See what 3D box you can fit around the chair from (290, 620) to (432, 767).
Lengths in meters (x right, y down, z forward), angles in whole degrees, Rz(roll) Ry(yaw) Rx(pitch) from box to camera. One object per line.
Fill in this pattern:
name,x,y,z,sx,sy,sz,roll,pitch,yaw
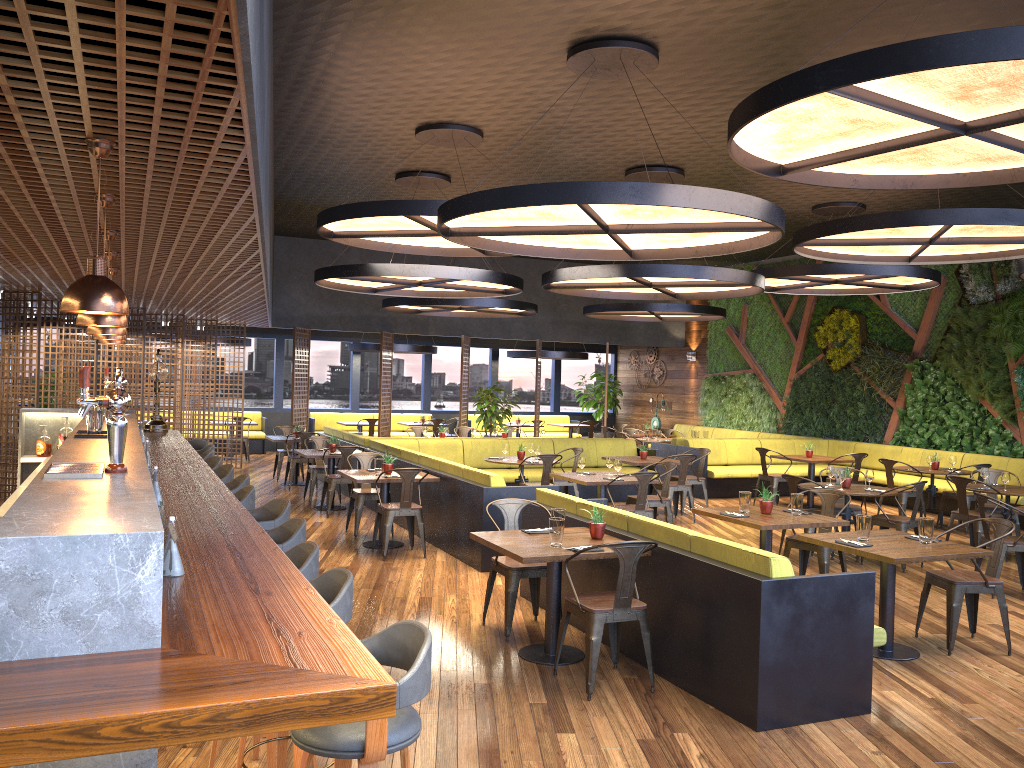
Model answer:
chair,-0.485,1.267,2.683,0.483,1.048,0.438,2,0,38

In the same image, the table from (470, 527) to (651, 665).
table,0.289,1.418,5.875,0.906,0.763,0.887,2,0,-24

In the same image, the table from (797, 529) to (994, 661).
table,2.642,1.487,6.194,0.906,0.763,0.887,2,0,-24

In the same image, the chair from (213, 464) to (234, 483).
chair,-2.513,1.183,7.219,0.483,1.048,0.438,2,0,27

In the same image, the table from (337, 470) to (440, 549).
table,-1.359,1.350,9.567,0.887,0.763,0.906,2,0,-24

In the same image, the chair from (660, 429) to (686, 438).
chair,3.220,1.367,17.719,0.504,0.917,0.541,2,0,-23

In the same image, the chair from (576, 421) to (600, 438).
chair,1.779,1.307,20.955,0.504,0.917,0.541,2,0,-23

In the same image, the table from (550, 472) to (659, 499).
table,1.011,1.419,9.955,0.906,0.763,0.887,2,0,-24

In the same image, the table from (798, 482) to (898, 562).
table,3.598,1.499,9.551,1.007,0.760,1.007,2,0,-36

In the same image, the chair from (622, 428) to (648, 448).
chair,2.424,1.345,17.370,0.504,0.917,0.541,2,0,-23

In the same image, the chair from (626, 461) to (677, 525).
chair,1.610,1.357,10.244,0.541,0.917,0.504,2,0,-23

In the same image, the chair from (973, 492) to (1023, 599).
chair,4.493,1.454,8.070,0.541,0.917,0.504,2,0,6

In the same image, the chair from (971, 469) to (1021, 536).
chair,5.692,1.478,10.442,0.504,0.917,0.541,2,0,16

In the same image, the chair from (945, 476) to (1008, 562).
chair,5.066,1.463,9.720,0.541,0.917,0.504,2,0,-23

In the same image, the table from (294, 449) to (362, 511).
table,-2.442,1.305,12.041,0.887,0.763,0.906,2,0,-24

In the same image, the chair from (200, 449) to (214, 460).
chair,-3.131,1.158,8.566,0.483,1.048,0.438,2,0,38

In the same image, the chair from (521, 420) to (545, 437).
chair,0.470,1.271,20.381,0.504,0.917,0.541,2,0,-23

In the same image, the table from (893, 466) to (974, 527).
table,5.741,1.550,12.127,1.007,0.760,1.007,2,0,34

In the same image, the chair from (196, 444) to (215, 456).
chair,-3.320,1.149,9.163,0.438,1.048,0.483,2,0,5

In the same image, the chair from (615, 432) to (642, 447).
chair,2.168,1.342,16.431,0.541,0.917,0.504,2,0,-23

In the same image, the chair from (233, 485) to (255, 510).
chair,-1.958,1.207,5.913,0.483,1.048,0.438,2,0,38

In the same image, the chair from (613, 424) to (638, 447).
chair,2.470,1.336,19.324,0.504,0.917,0.541,2,0,-23

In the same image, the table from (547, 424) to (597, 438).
table,1.438,1.373,21.569,0.887,0.763,0.906,2,0,-24

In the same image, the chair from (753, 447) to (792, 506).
chair,3.935,1.411,13.325,0.541,0.917,0.504,2,0,-23

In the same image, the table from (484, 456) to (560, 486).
table,0.125,1.383,11.757,1.007,0.760,1.007,2,0,14

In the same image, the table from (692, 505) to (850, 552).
table,2.122,1.466,7.381,0.887,0.763,0.906,2,0,-24

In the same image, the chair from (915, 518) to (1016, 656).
chair,3.285,1.427,6.377,0.541,0.917,0.504,2,0,-5

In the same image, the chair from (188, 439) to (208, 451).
chair,-3.565,1.139,9.698,0.438,1.048,0.483,2,0,-32

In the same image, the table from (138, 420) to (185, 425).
table,-7.078,1.136,17.839,0.887,0.763,0.906,2,0,-24

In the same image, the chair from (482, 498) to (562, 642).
chair,0.071,1.330,6.476,0.504,0.917,0.541,2,0,-23

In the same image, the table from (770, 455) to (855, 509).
table,4.599,1.508,13.596,0.887,0.763,0.906,2,0,-24

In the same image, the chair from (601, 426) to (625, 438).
chair,2.102,1.330,18.348,0.541,0.917,0.504,2,0,-23

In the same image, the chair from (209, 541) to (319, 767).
chair,-1.106,1.242,3.961,0.483,1.048,0.438,2,0,38

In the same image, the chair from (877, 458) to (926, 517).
chair,5.203,1.456,11.885,0.541,0.917,0.504,2,0,-23

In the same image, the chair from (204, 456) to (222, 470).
chair,-2.815,1.171,7.857,0.438,1.048,0.483,2,0,-9

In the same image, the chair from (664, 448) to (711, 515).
chair,2.528,1.372,12.626,0.541,0.917,0.504,2,0,-23

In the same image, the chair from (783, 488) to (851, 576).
chair,2.681,1.401,7.814,0.504,0.917,0.541,2,0,44

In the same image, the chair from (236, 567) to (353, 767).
chair,-0.855,1.252,3.420,0.483,1.048,0.438,2,0,38

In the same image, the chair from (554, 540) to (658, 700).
chair,0.577,1.351,5.318,0.504,0.917,0.541,2,0,-23

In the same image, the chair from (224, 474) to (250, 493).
chair,-2.182,1.197,6.561,0.438,1.048,0.483,2,0,5

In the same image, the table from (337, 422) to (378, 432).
table,-3.324,1.241,19.484,0.887,0.763,0.906,2,0,-24

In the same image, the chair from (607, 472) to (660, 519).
chair,1.259,1.351,9.328,0.504,0.917,0.541,2,0,-23

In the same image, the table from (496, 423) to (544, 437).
table,0.155,1.337,21.012,0.906,0.763,0.887,2,0,-24

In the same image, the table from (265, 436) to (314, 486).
table,-3.528,1.260,14.512,0.887,0.763,0.906,2,0,-24

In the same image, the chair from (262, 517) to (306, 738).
chair,-1.310,1.233,4.618,0.438,1.048,0.483,2,0,5

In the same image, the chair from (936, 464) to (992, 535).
chair,5.970,1.480,11.652,0.504,0.917,0.541,2,0,-23

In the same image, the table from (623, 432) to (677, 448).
table,2.817,1.429,18.640,0.887,0.763,0.906,2,0,-24

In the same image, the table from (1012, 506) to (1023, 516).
table,5.076,1.551,7.995,1.007,0.760,1.007,2,0,-30

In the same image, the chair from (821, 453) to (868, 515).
chair,4.886,1.441,12.952,0.504,0.917,0.541,2,0,-23

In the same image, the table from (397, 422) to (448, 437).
table,-2.042,1.276,20.049,0.906,0.763,0.887,2,0,-24

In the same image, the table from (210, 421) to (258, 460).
table,-5.796,1.172,18.401,0.887,0.763,0.906,2,0,-24

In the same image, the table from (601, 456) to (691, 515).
table,1.852,1.432,12.393,0.887,0.763,0.906,2,0,-24

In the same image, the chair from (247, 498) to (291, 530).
chair,-1.564,1.222,5.301,0.438,1.048,0.483,2,0,-4

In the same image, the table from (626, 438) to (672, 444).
table,2.688,1.435,16.741,0.887,0.763,0.906,2,0,-24

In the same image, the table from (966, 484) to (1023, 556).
table,5.546,1.555,9.936,1.007,0.760,1.007,2,0,34

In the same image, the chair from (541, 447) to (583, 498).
chair,0.673,1.320,11.999,0.541,0.917,0.504,2,0,-23

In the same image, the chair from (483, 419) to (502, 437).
chair,-0.452,1.241,20.793,0.541,0.917,0.504,2,0,-23
